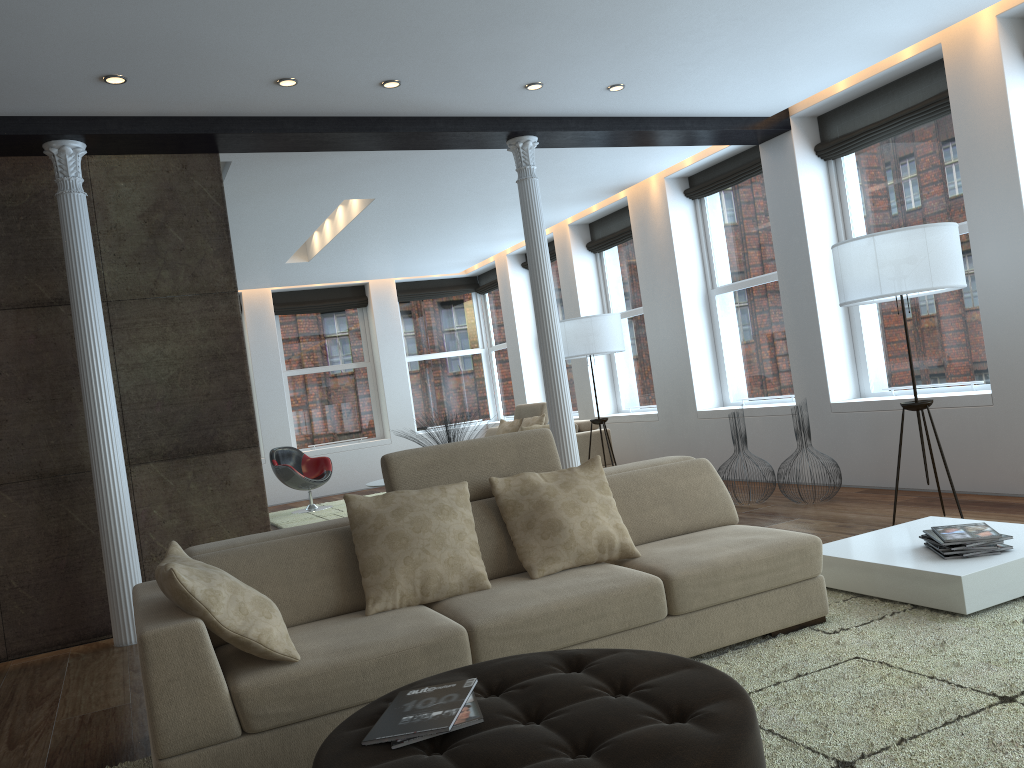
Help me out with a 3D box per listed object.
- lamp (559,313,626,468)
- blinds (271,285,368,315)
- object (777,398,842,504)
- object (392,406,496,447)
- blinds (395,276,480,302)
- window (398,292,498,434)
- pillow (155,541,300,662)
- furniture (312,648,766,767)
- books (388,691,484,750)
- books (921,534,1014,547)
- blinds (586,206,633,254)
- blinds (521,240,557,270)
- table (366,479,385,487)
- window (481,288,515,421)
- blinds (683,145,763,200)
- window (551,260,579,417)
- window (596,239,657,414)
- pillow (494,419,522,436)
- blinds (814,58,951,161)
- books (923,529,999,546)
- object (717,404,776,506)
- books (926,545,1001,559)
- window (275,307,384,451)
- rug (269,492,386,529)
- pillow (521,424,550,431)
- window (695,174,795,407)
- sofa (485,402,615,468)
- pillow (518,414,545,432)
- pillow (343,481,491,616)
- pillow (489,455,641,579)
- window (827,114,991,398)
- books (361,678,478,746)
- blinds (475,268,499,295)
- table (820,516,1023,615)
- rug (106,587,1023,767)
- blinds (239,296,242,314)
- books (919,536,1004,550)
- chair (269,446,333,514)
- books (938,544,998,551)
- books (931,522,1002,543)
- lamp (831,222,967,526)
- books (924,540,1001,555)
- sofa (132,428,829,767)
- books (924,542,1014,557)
[{"bbox_3d":[0.837,0.214,8.711,0.698,1.728,0.698,-8,0,-1],"label":"lamp"},{"bbox_3d":[-2.825,-1.225,12.988,1.422,0.363,0.156,-8,0,-24],"label":"blinds"},{"bbox_3d":[2.187,0.493,6.616,0.458,0.781,0.458,-8,0,-25],"label":"object"},{"bbox_3d":[-0.854,0.819,11.899,1.119,1.014,1.125,-8,0,-38],"label":"object"},{"bbox_3d":[-1.175,-1.477,13.743,1.442,0.312,0.155,-8,0,-24],"label":"blinds"},{"bbox_3d":[-1.050,-0.428,13.821,1.474,2.400,0.123,-8,0,-24],"label":"window"},{"bbox_3d":[-0.947,0.712,2.912,0.395,0.393,0.518,-8,0,-21],"label":"pillow"},{"bbox_3d":[0.068,0.954,2.128,1.057,0.355,1.057,-8,0,-22],"label":"furniture"},{"bbox_3d":[-0.195,0.812,2.195,0.219,0.031,0.300,-8,0,-9],"label":"books"},{"bbox_3d":[1.949,0.656,3.809,0.220,0.010,0.300,-8,0,-9],"label":"books"},{"bbox_3d":[1.222,-1.796,10.121,0.156,0.393,1.342,-8,0,-24],"label":"blinds"},{"bbox_3d":[0.484,-1.742,11.754,0.156,0.275,1.442,-8,0,-24],"label":"blinds"},{"bbox_3d":[-0.918,1.119,8.834,1.022,0.393,1.022,-8,0,20],"label":"table"},{"bbox_3d":[3.088,-0.341,21.572,34.761,17.917,13.698,-8,0,-24],"label":"window"},{"bbox_3d":[2.056,-1.986,8.237,0.156,0.275,1.396,-8,0,-24],"label":"blinds"},{"bbox_3d":[0.688,-0.685,11.774,0.123,2.400,1.444,-8,0,-24],"label":"window"},{"bbox_3d":[1.419,-0.799,10.139,0.123,2.400,1.345,-8,0,-24],"label":"window"},{"bbox_3d":[-0.086,0.633,10.673,0.368,0.416,0.519,-8,0,-29],"label":"pillow"},{"bbox_3d":[2.789,-2.039,6.579,0.183,0.395,1.431,-8,0,-24],"label":"blinds"},{"bbox_3d":[1.923,0.650,3.814,0.220,0.010,0.300,-8,0,11],"label":"books"},{"bbox_3d":[1.801,0.549,6.951,0.458,0.781,0.458,-8,0,-25],"label":"object"},{"bbox_3d":[1.931,0.707,3.814,0.220,0.010,0.300,-8,0,11],"label":"books"},{"bbox_3d":[-2.720,-0.199,13.067,1.420,2.400,0.123,-8,0,-24],"label":"window"},{"bbox_3d":[-1.004,1.346,9.828,2.972,0.020,4.231,-8,0,-24],"label":"rug"},{"bbox_3d":[0.277,0.585,9.318,0.518,0.393,0.395,-8,0,-28],"label":"pillow"},{"bbox_3d":[2.262,-0.930,8.255,0.123,2.400,1.391,-8,0,-24],"label":"window"},{"bbox_3d":[0.082,0.728,10.335,1.018,0.950,2.581,-8,0,-24],"label":"sofa"},{"bbox_3d":[0.179,0.582,10.109,0.301,0.439,0.534,-8,0,-28],"label":"pillow"},{"bbox_3d":[-0.361,0.611,3.443,0.534,0.439,0.301,-8,0,-21],"label":"pillow"},{"bbox_3d":[0.210,0.544,3.689,0.519,0.416,0.368,-8,0,-20],"label":"pillow"},{"bbox_3d":[3.000,-1.044,6.604,0.123,2.400,1.432,-8,0,-24],"label":"window"},{"bbox_3d":[-0.221,0.808,2.199,0.220,0.040,0.301,-8,0,11],"label":"books"},{"bbox_3d":[-0.252,-1.601,13.408,0.156,0.327,1.377,-8,0,-24],"label":"blinds"},{"bbox_3d":[1.959,0.795,4.000,0.900,0.170,0.900,-8,0,-24],"label":"table"},{"bbox_3d":[0.880,1.032,2.511,4.231,0.020,2.972,-8,0,-24],"label":"rug"},{"bbox_3d":[-4.467,-1.029,12.240,1.412,0.307,0.156,-8,0,-24],"label":"blinds"},{"bbox_3d":[1.926,0.669,3.814,0.220,0.010,0.300,-8,0,1],"label":"books"},{"bbox_3d":[-2.571,1.153,10.942,0.810,0.818,0.669,-8,-1,-45],"label":"chair"},{"bbox_3d":[1.952,0.675,3.809,0.220,0.010,0.300,-8,0,26],"label":"books"},{"bbox_3d":[1.946,0.637,3.809,0.220,0.010,0.300,-8,0,16],"label":"books"},{"bbox_3d":[2.381,-0.024,5.259,0.698,1.728,0.698,-8,0,-1],"label":"lamp"},{"bbox_3d":[1.928,0.688,3.814,0.220,0.010,0.300,-8,0,11],"label":"books"},{"bbox_3d":[-0.108,0.707,3.534,2.581,0.950,1.021,-8,0,-24],"label":"sofa"},{"bbox_3d":[1.954,0.694,3.809,0.220,0.010,0.300,-8,0,-4],"label":"books"}]
